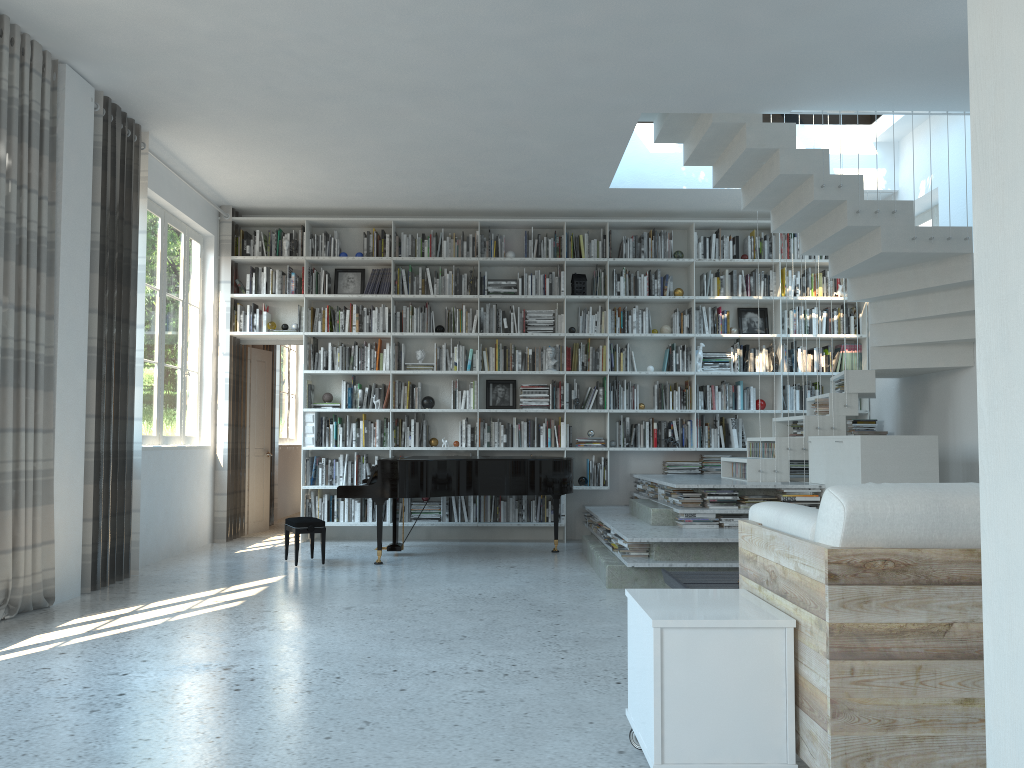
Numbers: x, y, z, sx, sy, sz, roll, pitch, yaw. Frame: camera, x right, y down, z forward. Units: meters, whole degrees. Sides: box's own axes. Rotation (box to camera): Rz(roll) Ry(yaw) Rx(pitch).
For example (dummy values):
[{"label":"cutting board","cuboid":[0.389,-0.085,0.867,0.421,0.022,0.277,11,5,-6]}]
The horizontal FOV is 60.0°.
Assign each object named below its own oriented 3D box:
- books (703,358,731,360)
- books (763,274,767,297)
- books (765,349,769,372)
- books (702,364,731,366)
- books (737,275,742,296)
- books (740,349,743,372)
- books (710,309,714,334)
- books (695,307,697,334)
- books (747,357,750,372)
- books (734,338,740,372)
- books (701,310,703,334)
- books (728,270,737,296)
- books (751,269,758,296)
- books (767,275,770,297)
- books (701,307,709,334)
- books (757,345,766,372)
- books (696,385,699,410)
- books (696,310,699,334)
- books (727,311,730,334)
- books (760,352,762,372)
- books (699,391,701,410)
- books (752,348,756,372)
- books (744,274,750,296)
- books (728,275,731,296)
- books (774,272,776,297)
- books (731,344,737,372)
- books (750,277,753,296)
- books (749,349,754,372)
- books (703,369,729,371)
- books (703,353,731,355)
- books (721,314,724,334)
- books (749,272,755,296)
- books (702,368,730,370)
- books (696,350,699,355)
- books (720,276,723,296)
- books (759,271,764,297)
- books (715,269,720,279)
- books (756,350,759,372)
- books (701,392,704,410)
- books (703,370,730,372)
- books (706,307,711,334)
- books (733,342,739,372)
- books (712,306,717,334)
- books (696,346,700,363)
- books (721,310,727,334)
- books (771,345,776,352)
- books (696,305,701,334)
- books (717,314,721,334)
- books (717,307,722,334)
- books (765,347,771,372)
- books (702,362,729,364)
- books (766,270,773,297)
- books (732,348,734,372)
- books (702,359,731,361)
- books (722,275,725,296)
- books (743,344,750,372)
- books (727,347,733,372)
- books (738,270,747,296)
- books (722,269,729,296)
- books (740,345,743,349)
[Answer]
[{"label":"books","cuboid":[2.006,-0.242,8.785,0.285,0.012,0.159,0,-4,1]},{"label":"books","cuboid":[2.496,-0.956,8.817,0.030,0.241,0.162,0,-3,-1]},{"label":"books","cuboid":[2.499,-0.221,8.775,0.041,0.239,0.176,0,-3,-1]},{"label":"books","cuboid":[2.003,-0.181,8.782,0.285,0.012,0.159,0,-4,-3]},{"label":"books","cuboid":[2.238,-0.952,8.799,0.030,0.230,0.187,0,-3,-1]},{"label":"books","cuboid":[2.244,-0.221,8.773,0.030,0.236,0.179,0,-3,-1]},{"label":"books","cuboid":[1.976,-0.604,8.819,0.043,0.268,0.131,0,-3,-1]},{"label":"books","cuboid":[1.802,-0.612,8.809,0.031,0.284,0.137,0,-3,-1]},{"label":"books","cuboid":[2.336,-0.239,8.807,0.010,0.278,0.129,0,-3,-1]},{"label":"books","cuboid":[2.224,-0.273,8.767,0.010,0.339,0.180,0,-3,-1]},{"label":"books","cuboid":[1.868,-0.595,8.795,0.011,0.247,0.156,0,-3,-1]},{"label":"books","cuboid":[2.173,-0.972,8.771,0.032,0.265,0.245,0,-3,-1]},{"label":"books","cuboid":[2.409,-0.983,8.808,0.022,0.294,0.181,0,-3,-1]},{"label":"books","cuboid":[2.536,-0.951,8.827,0.022,0.234,0.158,0,-3,-1]},{"label":"books","cuboid":[1.906,-0.615,8.802,0.065,0.288,0.146,0,-3,-1]},{"label":"books","cuboid":[2.468,-0.238,8.773,0.021,0.271,0.191,0,-3,-1]},{"label":"books","cuboid":[1.821,0.137,8.766,0.012,0.254,0.161,0,-3,-1]},{"label":"books","cuboid":[1.832,-0.596,8.817,0.030,0.253,0.128,0,-3,-1]},{"label":"books","cuboid":[2.124,-0.593,8.788,0.026,0.243,0.178,0,-3,-1]},{"label":"books","cuboid":[2.445,-0.207,8.795,0.025,0.213,0.155,0,-3,-1]},{"label":"books","cuboid":[1.838,0.170,8.753,0.023,0.186,0.159,0,-3,-1]},{"label":"books","cuboid":[2.388,-0.225,8.804,0.031,0.250,0.133,0,-3,-1]},{"label":"books","cuboid":[2.325,-0.956,8.804,0.014,0.240,0.189,0,-3,-1]},{"label":"books","cuboid":[2.144,-0.955,8.821,0.025,0.238,0.143,0,-3,-1]},{"label":"books","cuboid":[2.588,-0.967,8.823,0.031,0.265,0.169,0,-3,-1]},{"label":"books","cuboid":[2.202,-0.244,8.793,0.012,0.285,0.159,0,-3,-1]},{"label":"books","cuboid":[2.360,-0.945,8.811,0.031,0.217,0.165,0,-3,-1]},{"label":"books","cuboid":[2.357,-0.223,8.785,0.031,0.242,0.147,0,-3,-1]},{"label":"books","cuboid":[2.002,-0.133,8.775,0.254,0.012,0.161,0,-4,-5]},{"label":"books","cuboid":[2.006,-0.290,8.788,0.285,0.012,0.159,0,-4,-3]},{"label":"books","cuboid":[2.073,-0.577,8.797,0.033,0.213,0.153,0,-3,-1]},{"label":"books","cuboid":[2.387,-0.967,8.821,0.023,0.263,0.156,0,-3,-1]},{"label":"books","cuboid":[2.002,-0.145,8.773,0.285,0.012,0.159,0,-4,4]},{"label":"books","cuboid":[1.811,-0.215,8.757,0.027,0.221,0.184,0,-3,-1]},{"label":"books","cuboid":[2.067,-0.948,8.817,0.030,0.224,0.158,0,-3,-1]},{"label":"books","cuboid":[2.463,-0.972,8.810,0.036,0.272,0.177,0,-3,-1]},{"label":"books","cuboid":[2.047,-0.984,8.819,0.011,0.296,0.162,0,-3,-1]},{"label":"books","cuboid":[2.418,-0.218,8.802,0.028,0.235,0.129,0,-3,-1]},{"label":"books","cuboid":[1.861,0.171,8.751,0.022,0.184,0.162,0,-3,-1]},{"label":"books","cuboid":[2.002,-0.121,8.774,0.285,0.012,0.159,0,-4,3]},{"label":"books","cuboid":[1.948,-0.612,8.809,0.012,0.285,0.159,0,-3,-1]},{"label":"books","cuboid":[2.213,-0.253,8.767,0.011,0.300,0.184,0,-3,-1]},{"label":"books","cuboid":[2.003,-0.614,8.796,0.012,0.287,0.176,0,-3,-1]},{"label":"books","cuboid":[1.838,-0.236,8.789,0.028,0.267,0.138,0,-3,-1]},{"label":"books","cuboid":[2.100,-0.597,8.798,0.021,0.253,0.167,0,-3,-1]},{"label":"books","cuboid":[2.608,-0.241,8.808,0.029,0.283,0.138,0,-3,-1]},{"label":"books","cuboid":[1.855,-0.621,8.805,0.015,0.300,0.140,0,-3,-1]},{"label":"books","cuboid":[2.036,-0.575,8.781,0.013,0.207,0.190,0,-3,-1]},{"label":"books","cuboid":[2.049,-0.613,8.795,0.014,0.284,0.175,0,-3,-1]},{"label":"books","cuboid":[2.531,-0.228,8.790,0.024,0.254,0.145,0,-3,-1]},{"label":"books","cuboid":[2.003,-0.205,8.787,0.254,0.012,0.161,0,-4,-1]},{"label":"books","cuboid":[2.560,-0.976,8.825,0.026,0.284,0.147,0,-3,-1]},{"label":"books","cuboid":[2.175,-0.225,8.799,0.023,0.247,0.138,0,-3,-1]},{"label":"books","cuboid":[2.006,-0.230,8.782,0.285,0.012,0.159,0,-4,-4]},{"label":"books","cuboid":[2.094,-0.953,8.832,0.024,0.236,0.146,0,-3,-1]},{"label":"books","cuboid":[2.302,-0.243,8.779,0.059,0.281,0.167,0,-3,-1]},{"label":"books","cuboid":[2.158,-0.229,8.781,0.012,0.254,0.161,0,-3,-1]},{"label":"books","cuboid":[2.293,-0.977,8.828,0.048,0.283,0.162,0,-3,-1]},{"label":"books","cuboid":[2.119,-0.980,8.813,0.026,0.288,0.156,0,-3,-1]},{"label":"books","cuboid":[2.265,-0.241,8.791,0.013,0.280,0.131,0,-3,-1]}]
